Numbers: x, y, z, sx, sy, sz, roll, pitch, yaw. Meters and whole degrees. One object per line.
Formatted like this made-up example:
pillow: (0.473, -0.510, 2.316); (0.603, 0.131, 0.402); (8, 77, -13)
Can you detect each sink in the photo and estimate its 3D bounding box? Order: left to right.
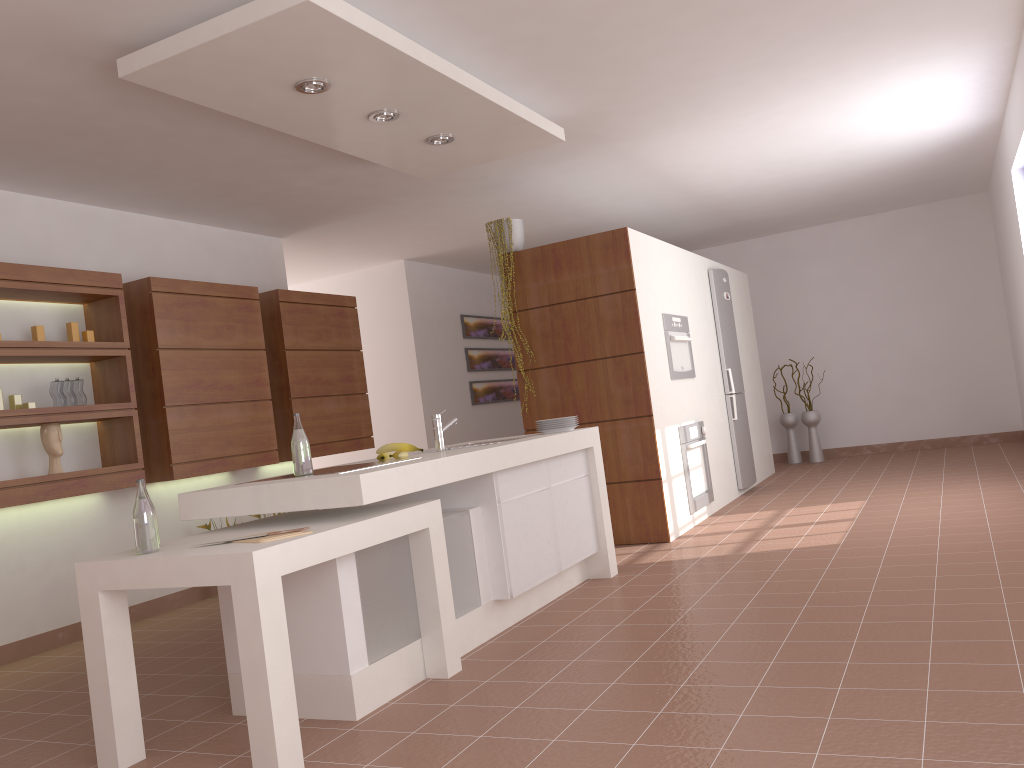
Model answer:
sink: (-0.192, 0.297, 4.390); (0.404, 0.368, 0.668); (-8, -2, 26)

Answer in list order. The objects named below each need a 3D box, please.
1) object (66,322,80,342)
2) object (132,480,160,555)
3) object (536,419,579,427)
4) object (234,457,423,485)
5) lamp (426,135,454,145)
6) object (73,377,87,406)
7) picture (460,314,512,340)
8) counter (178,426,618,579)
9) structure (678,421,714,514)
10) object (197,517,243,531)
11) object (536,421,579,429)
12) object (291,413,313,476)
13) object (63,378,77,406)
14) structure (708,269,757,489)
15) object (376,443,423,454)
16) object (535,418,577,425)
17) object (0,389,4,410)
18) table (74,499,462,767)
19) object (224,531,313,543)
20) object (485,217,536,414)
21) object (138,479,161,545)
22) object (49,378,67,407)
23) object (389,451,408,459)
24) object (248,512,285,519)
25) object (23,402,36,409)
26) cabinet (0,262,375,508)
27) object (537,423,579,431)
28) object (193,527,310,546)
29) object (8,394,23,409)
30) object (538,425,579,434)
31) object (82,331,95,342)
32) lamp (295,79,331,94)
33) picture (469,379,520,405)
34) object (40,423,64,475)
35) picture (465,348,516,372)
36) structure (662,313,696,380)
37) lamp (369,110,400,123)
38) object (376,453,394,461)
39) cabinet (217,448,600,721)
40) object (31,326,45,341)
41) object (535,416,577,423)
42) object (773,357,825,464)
object: (-2.379, -0.272, 4.807); (0.044, 0.120, 0.044); (-8, -2, 26)
object: (-1.156, 0.416, 2.783); (0.071, 0.230, 0.071); (-8, -2, 8)
object: (0.241, 0.214, 4.704); (0.228, 0.020, 0.228); (-8, -2, 8)
object: (-0.703, 0.338, 3.467); (0.493, 0.006, 0.551); (-8, -2, 26)
lamp: (-0.366, -1.261, 4.512); (0.143, 0.059, 0.143); (-6, -2, -35)
object: (-2.359, 0.046, 4.822); (0.054, 0.165, 0.065); (-9, -2, 42)
picture: (-0.202, -0.618, 9.826); (0.015, 0.248, 1.408); (-8, -2, 26)
counter: (-0.324, 0.711, 4.000); (0.821, 0.800, 2.156); (-8, -2, 26)
structure: (1.317, 0.574, 6.266); (0.058, 0.592, 0.596); (-8, -2, 27)
object: (-1.845, 1.094, 5.689); (0.087, 0.546, 0.296); (-9, -2, 42)
object: (0.242, 0.224, 4.704); (0.228, 0.020, 0.228); (-8, -2, 8)
object: (-0.782, 0.223, 3.271); (0.071, 0.230, 0.071); (-8, -2, 8)
object: (-2.394, 0.050, 4.783); (0.054, 0.165, 0.065); (-9, -2, 42)
structure: (1.911, -0.059, 7.603); (0.089, 1.862, 0.604); (-8, -2, 26)
object: (-0.485, 0.277, 3.799); (0.207, 0.055, 0.047); (-8, -2, 3)
object: (0.239, 0.204, 4.704); (0.228, 0.020, 0.228); (-8, -2, 8)
object: (-2.588, 0.087, 4.452); (0.044, 0.120, 0.044); (-8, -2, 26)
table: (-0.779, 0.818, 3.052); (0.737, 0.647, 1.003); (-8, -2, 26)
object: (-0.764, 0.478, 2.772); (0.266, 0.006, 0.168); (-9, -3, 43)
object: (0.016, -0.444, 5.998); (0.297, 1.344, 0.279); (-7, -2, -14)
object: (-1.207, 0.427, 2.919); (0.071, 0.230, 0.071); (-8, -2, 8)
object: (-2.430, 0.053, 4.744); (0.054, 0.165, 0.065); (-9, -2, 42)
object: (-0.475, 0.303, 3.769); (0.060, 0.033, 0.207); (-7, -2, -19)
object: (-1.649, 1.081, 6.088); (0.087, 0.546, 0.296); (-8, -2, 27)
object: (-2.480, 0.117, 4.558); (0.044, 0.040, 0.044); (-8, -2, 26)
cabinet: (-2.534, 0.025, 5.018); (0.754, 1.200, 4.718); (-8, -2, 26)
object: (0.243, 0.234, 4.703); (0.228, 0.020, 0.228); (-8, -2, 8)
object: (-0.822, 0.479, 2.771); (0.375, 0.008, 0.041); (-7, -2, -7)
object: (-2.556, 0.102, 4.568); (0.044, 0.090, 0.044); (-8, -2, 26)
object: (0.245, 0.244, 4.703); (0.228, 0.020, 0.228); (-8, -2, 8)
object: (-2.317, -0.254, 4.848); (0.044, 0.070, 0.044); (-8, -2, 26)
lamp: (-0.812, -1.231, 3.613); (0.143, 0.059, 0.143); (-8, -2, 10)
picture: (-0.110, 0.076, 9.803); (0.015, 0.248, 1.408); (-8, -2, 26)
object: (-2.416, 0.331, 4.663); (0.100, 0.284, 0.100); (-6, -2, -33)
picture: (-0.156, -0.271, 9.814); (0.015, 0.248, 1.408); (-8, -2, 26)
structure: (1.210, -0.267, 6.288); (0.056, 0.454, 0.614); (-8, -2, 26)
lamp: (-0.588, -1.246, 4.065); (0.143, 0.059, 0.143); (-6, -2, -35)
object: (-0.555, 0.315, 3.839); (0.060, 0.033, 0.207); (-8, -2, 6)
cabinet: (-0.339, 0.761, 3.946); (0.737, 0.700, 2.048); (-8, -2, 26)
object: (-2.454, -0.259, 4.592); (0.044, 0.099, 0.044); (-8, -2, 26)
object: (0.238, 0.194, 4.705); (0.228, 0.020, 0.228); (-8, -2, 8)
object: (3.097, 0.273, 9.331); (0.284, 1.112, 0.655); (-6, -3, -44)
